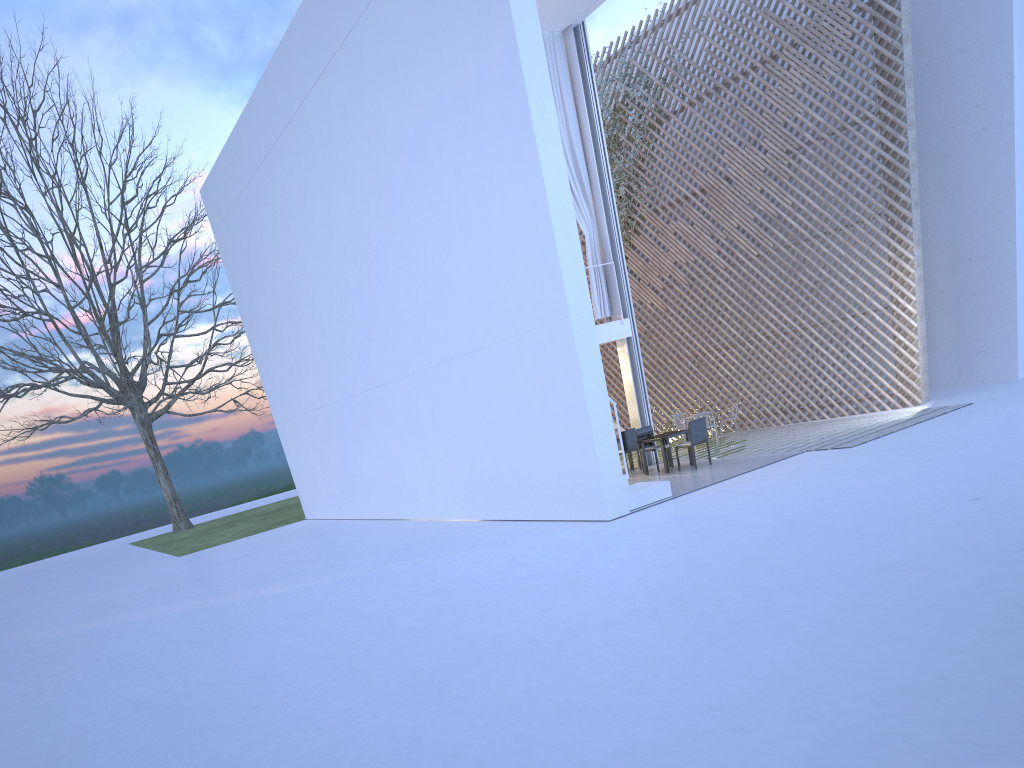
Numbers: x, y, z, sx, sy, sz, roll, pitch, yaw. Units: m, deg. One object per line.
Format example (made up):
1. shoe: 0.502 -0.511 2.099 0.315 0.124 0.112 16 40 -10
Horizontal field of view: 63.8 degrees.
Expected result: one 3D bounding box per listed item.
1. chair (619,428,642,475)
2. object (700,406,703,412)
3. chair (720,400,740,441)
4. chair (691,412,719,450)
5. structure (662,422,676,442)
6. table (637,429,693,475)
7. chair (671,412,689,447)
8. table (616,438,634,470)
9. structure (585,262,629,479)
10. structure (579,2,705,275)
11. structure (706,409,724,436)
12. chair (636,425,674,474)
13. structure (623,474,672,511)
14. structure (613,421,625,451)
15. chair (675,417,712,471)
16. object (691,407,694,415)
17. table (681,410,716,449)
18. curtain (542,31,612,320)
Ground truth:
1. chair: 1.112 0.681 8.178 0.181 0.472 0.231 -22 17 -29
2. object: 2.033 0.279 8.806 0.032 0.083 0.028 -8 17 16
3. chair: 2.355 0.393 8.894 0.253 0.409 0.235 -11 14 11
4. chair: 2.019 0.477 8.640 0.268 0.410 0.222 -10 14 16
5. structure: 1.954 0.588 10.167 0.257 0.281 0.253 -18 11 -21
6. table: 1.443 0.641 7.682 0.340 0.357 0.345 -19 11 -28
7. chair: 1.942 0.503 9.245 0.249 0.410 0.240 -20 15 -28
8. table: 0.766 0.821 8.319 0.871 0.356 0.344 -15 9 -26
9. structure: 0.925 -0.188 7.090 1.292 1.928 1.407 -20 14 -28
10. structure: 1.381 -2.389 9.267 0.683 2.932 2.346 -27 17 -38
11. structure: 2.287 0.461 9.616 0.318 0.348 0.271 -3 15 45
12. chair: 1.358 0.614 7.812 0.181 0.472 0.231 -22 17 -29
13. structure: 0.268 -0.649 7.435 1.629 3.564 3.594 -22 12 -30
14. structure: 0.385 0.091 10.872 1.100 2.112 1.948 -24 14 -36
15. chair: 1.611 0.545 7.387 0.181 0.472 0.231 -22 17 -29
16. object: 1.970 0.297 8.984 0.032 0.083 0.028 -8 17 16
17. table: 2.046 0.496 8.959 0.357 0.360 0.314 -10 11 23
18. curtain: 0.493 -1.808 7.422 0.484 2.607 0.093 -22 20 -27
